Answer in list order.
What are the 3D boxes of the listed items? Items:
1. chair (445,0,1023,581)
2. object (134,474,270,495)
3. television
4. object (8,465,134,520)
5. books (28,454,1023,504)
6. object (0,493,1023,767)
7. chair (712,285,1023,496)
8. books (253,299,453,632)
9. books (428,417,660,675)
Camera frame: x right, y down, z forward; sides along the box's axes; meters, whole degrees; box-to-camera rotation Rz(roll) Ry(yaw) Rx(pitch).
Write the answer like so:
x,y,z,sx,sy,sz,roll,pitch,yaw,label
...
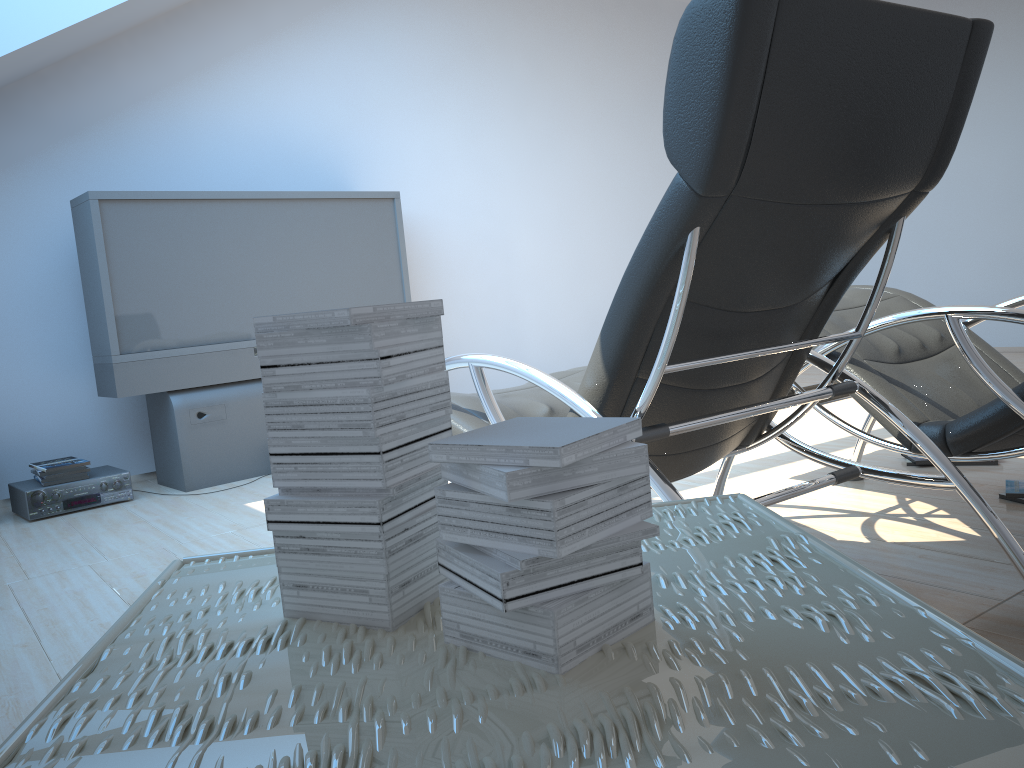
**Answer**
x,y,z,sx,sy,sz,roll,pitch,yaw,label
0.217,-0.079,2.286,0.836,1.251,1.938,-10,7,-35,chair
-1.580,0.446,4.368,1.163,0.141,0.394,-6,6,-6,object
-1.314,-0.277,4.748,1.686,1.446,0.400,-10,7,-40,television
-2.076,0.508,4.178,0.450,0.138,0.358,-10,7,-40,object
0.074,0.318,3.643,4.790,0.222,1.045,-3,6,22,books
0.003,0.466,0.802,0.745,0.518,0.744,-6,6,-5,object
1.315,-0.051,2.441,0.836,0.953,2.114,-10,7,-35,chair
-0.144,0.074,0.878,0.149,0.300,0.149,-3,6,26,books
0.028,0.130,0.754,0.162,0.184,0.165,-10,7,-36,books
